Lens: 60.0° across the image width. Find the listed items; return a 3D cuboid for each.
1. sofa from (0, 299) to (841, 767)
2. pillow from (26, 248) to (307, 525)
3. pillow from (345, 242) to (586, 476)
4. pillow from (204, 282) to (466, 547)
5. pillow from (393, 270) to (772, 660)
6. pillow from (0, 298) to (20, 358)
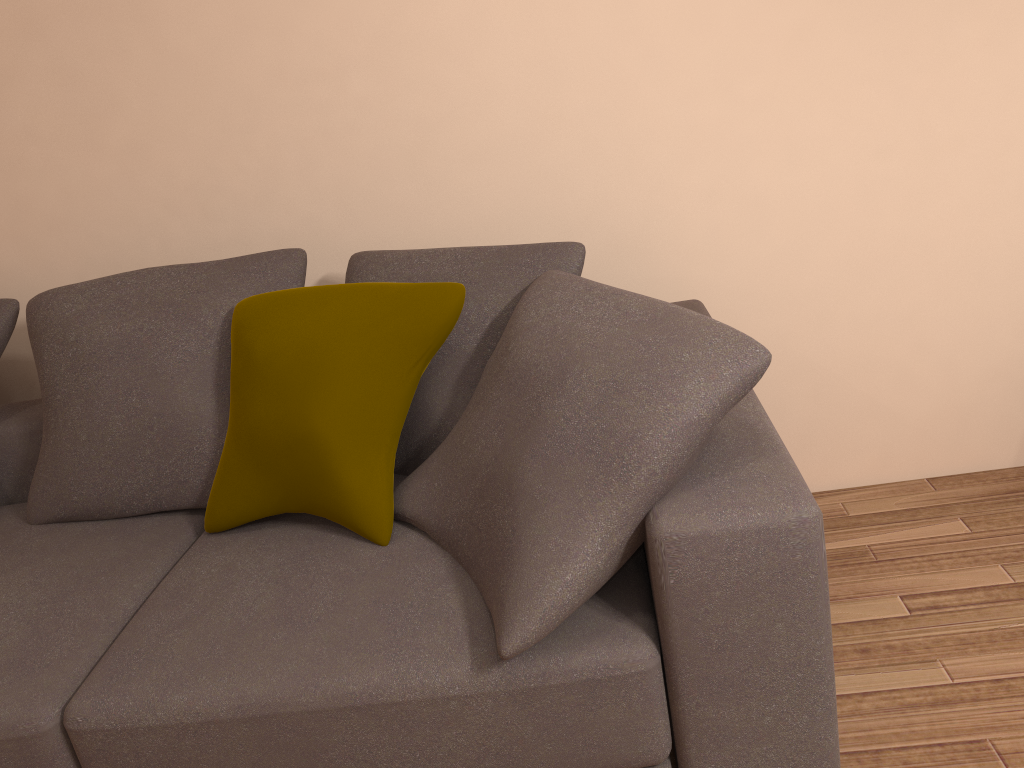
[{"bbox_3d":[-1.209,0.686,1.890,3.565,0.776,1.906,-8,19,6],"label":"sofa"},{"bbox_3d":[-0.895,0.012,2.290,0.783,0.590,0.459,-7,19,11],"label":"pillow"},{"bbox_3d":[-0.187,-0.001,2.204,0.399,0.635,0.811,-26,24,-38],"label":"pillow"},{"bbox_3d":[-0.399,0.054,1.963,0.658,0.492,0.382,1,22,29],"label":"pillow"},{"bbox_3d":[0.064,0.093,1.667,0.560,0.470,0.749,-18,20,-21],"label":"pillow"},{"bbox_3d":[-1.750,0.100,2.525,0.787,0.576,0.431,-3,20,21],"label":"pillow"}]
